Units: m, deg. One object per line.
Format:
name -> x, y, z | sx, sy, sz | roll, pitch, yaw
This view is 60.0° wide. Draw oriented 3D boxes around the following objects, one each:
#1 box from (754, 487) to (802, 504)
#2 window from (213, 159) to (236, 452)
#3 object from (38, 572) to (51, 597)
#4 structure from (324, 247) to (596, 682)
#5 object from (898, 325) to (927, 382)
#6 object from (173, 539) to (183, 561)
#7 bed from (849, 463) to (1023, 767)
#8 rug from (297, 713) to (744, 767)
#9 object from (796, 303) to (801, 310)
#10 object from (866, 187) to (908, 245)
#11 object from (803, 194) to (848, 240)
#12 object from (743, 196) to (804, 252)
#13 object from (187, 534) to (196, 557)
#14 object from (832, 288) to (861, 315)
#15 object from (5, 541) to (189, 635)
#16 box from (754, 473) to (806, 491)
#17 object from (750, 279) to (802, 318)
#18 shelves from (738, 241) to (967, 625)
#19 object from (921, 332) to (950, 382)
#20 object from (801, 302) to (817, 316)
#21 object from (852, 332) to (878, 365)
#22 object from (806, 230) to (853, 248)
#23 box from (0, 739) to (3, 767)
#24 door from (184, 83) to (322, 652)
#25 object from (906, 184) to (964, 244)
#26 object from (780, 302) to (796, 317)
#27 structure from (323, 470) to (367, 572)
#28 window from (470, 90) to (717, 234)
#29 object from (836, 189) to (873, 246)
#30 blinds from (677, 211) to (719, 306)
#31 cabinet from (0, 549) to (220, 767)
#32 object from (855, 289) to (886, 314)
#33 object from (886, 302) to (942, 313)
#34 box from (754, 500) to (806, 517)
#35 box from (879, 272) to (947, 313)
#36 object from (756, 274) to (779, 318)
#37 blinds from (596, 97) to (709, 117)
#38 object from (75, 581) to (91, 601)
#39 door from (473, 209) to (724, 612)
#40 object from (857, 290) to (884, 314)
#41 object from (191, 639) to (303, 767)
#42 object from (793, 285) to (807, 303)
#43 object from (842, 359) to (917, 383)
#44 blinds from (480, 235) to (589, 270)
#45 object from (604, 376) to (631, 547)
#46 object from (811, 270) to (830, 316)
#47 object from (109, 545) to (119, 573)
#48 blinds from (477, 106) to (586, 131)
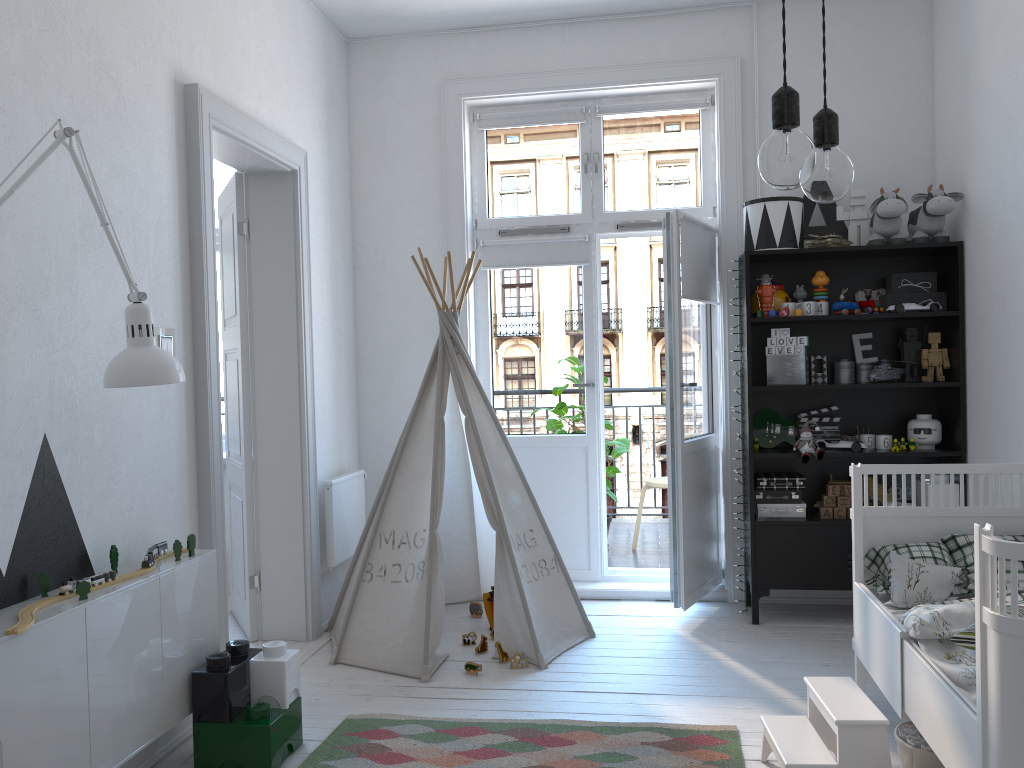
box -> 1.228, 0.517, 4.140 | 0.215, 0.062, 0.179 | -1, 1, 9
window -> -2.083, -0.548, 5.218 | 1.357, 1.902, 0.094 | -1, 1, 9
object -> -1.183, 0.507, 2.243 | 0.029, 0.063, 0.007 | -2, 1, -28
structure -> -0.264, 0.251, 3.931 | 1.143, 1.750, 1.143 | -2, 1, -15
object -> 1.826, -0.139, 4.038 | 0.117, 0.259, 0.081 | -1, 1, 9
object -> -0.999, 0.496, 2.651 | 0.007, 0.063, 0.029 | -1, 2, 36
bed -> 1.374, 0.683, 2.330 | 0.670, 0.833, 1.403 | -1, 1, 9
rug -> -0.086, 1.134, 1.962 | 1.320, 0.016, 2.028 | -1, 1, 10
object -> 1.313, -0.336, 4.057 | 0.067, 0.067, 0.067 | -2, 1, -17
object -> 1.670, -0.732, 3.957 | 0.154, 0.253, 0.370 | -1, 1, 17
object -> 1.446, -0.779, 4.191 | 0.343, 0.344, 0.057 | -1, 1, 9
object -> 1.246, -0.731, 4.149 | 0.272, 0.259, 0.395 | -1, 1, 38
object -> -0.982, 0.494, 2.717 | 0.009, 0.067, 0.054 | -1, 1, 0
object -> 1.509, -0.369, 4.004 | 0.121, 0.126, 0.087 | -2, 1, -13
object -> -1.089, 0.511, 2.363 | 0.111, 0.047, 0.902 | -1, 1, 4
box -> 1.245, 0.456, 4.137 | 0.215, 0.062, 0.179 | -1, 1, 9
object -> 1.209, -0.398, 4.100 | 0.197, 0.197, 0.318 | -1, 1, 6
shelves -> 1.536, 0.231, 4.062 | 0.911, 1.678, 0.353 | -1, 1, 9
object -> 1.891, -0.120, 3.965 | 0.114, 0.221, 0.052 | -1, 1, 9
object -> 1.337, -0.336, 3.993 | 0.067, 0.067, 0.067 | -1, 1, 10
object -> 1.660, -0.166, 4.174 | 0.107, 0.151, 0.055 | -1, 1, 9
object -> 1.421, -0.654, 4.012 | 0.121, 0.100, 0.338 | 0, 1, 44
box -> -1.132, 0.817, 1.694 | 0.202, 0.206, 0.199 | -1, 1, 9
door -> -1.114, 0.059, 3.758 | 0.505, 2.177, 1.465 | -2, 1, -6
object -> 1.821, -0.735, 3.936 | 0.211, 0.253, 0.386 | -2, 1, -7
object -> 1.253, -0.334, 4.022 | 0.067, 0.067, 0.067 | -1, 1, 10
structure -> -0.787, 0.664, 4.348 | 0.075, 0.460, 0.635 | -1, 1, 6
window -> 0.410, -1.136, 4.573 | 1.263, 0.660, 0.101 | -1, 1, 9
object -> 1.613, -0.755, 4.133 | 0.190, 0.290, 0.065 | -1, 1, 14
blinds -> 0.893, -0.582, 4.202 | 0.032, 0.390, 0.565 | -1, 1, 29
cabinet -> -1.099, 0.762, 2.353 | 0.183, 0.454, 0.970 | -1, 1, 9
object -> 1.794, -0.384, 4.157 | 0.347, 0.132, 0.037 | -1, 1, 9
object -> 1.772, -0.336, 3.914 | 0.230, 0.048, 0.098 | -1, 1, -1
box -> 1.248, 0.578, 4.138 | 0.215, 0.062, 0.179 | -1, 1, 9
box -> 1.828, -0.410, 4.044 | 0.251, 0.189, 0.179 | -1, 1, 9
object -> 1.165, -0.400, 4.036 | 0.105, 0.203, 0.072 | -1, 1, 17
blinds -> 0.711, -1.405, 4.496 | 0.565, 0.060, 0.032 | -1, 1, 9
object -> -1.066, 0.513, 2.206 | 0.006, 0.046, 0.037 | -1, 1, 36
door -> 0.393, 0.117, 4.358 | 1.264, 1.839, 0.636 | -1, 1, 11
object -> 1.624, -0.372, 4.027 | 0.087, 0.112, 0.122 | -2, 1, -20
object -> -0.808, 0.978, 2.721 | 0.246, 0.332, 0.246 | -1, 1, 9
object -> 1.350, -0.384, 4.154 | 0.063, 0.160, 0.063 | -2, 1, -12
object -> 1.687, -0.058, 4.011 | 0.368, 0.106, 0.349 | -1, 1, 11
blinds -> 0.116, -0.684, 4.613 | 0.565, 0.158, 0.032 | -1, 1, 9
object -> 0.446, 0.433, 5.677 | 0.720, 1.225, 0.489 | -1, 1, 19
object -> 1.400, -0.411, 4.021 | 0.077, 0.213, 0.077 | 0, 2, 43
object -> -1.121, 0.493, 2.499 | 0.009, 0.081, 0.037 | -1, 1, 3
blinds -> 0.099, -1.377, 4.597 | 0.565, 0.087, 0.032 | -1, 1, 9
